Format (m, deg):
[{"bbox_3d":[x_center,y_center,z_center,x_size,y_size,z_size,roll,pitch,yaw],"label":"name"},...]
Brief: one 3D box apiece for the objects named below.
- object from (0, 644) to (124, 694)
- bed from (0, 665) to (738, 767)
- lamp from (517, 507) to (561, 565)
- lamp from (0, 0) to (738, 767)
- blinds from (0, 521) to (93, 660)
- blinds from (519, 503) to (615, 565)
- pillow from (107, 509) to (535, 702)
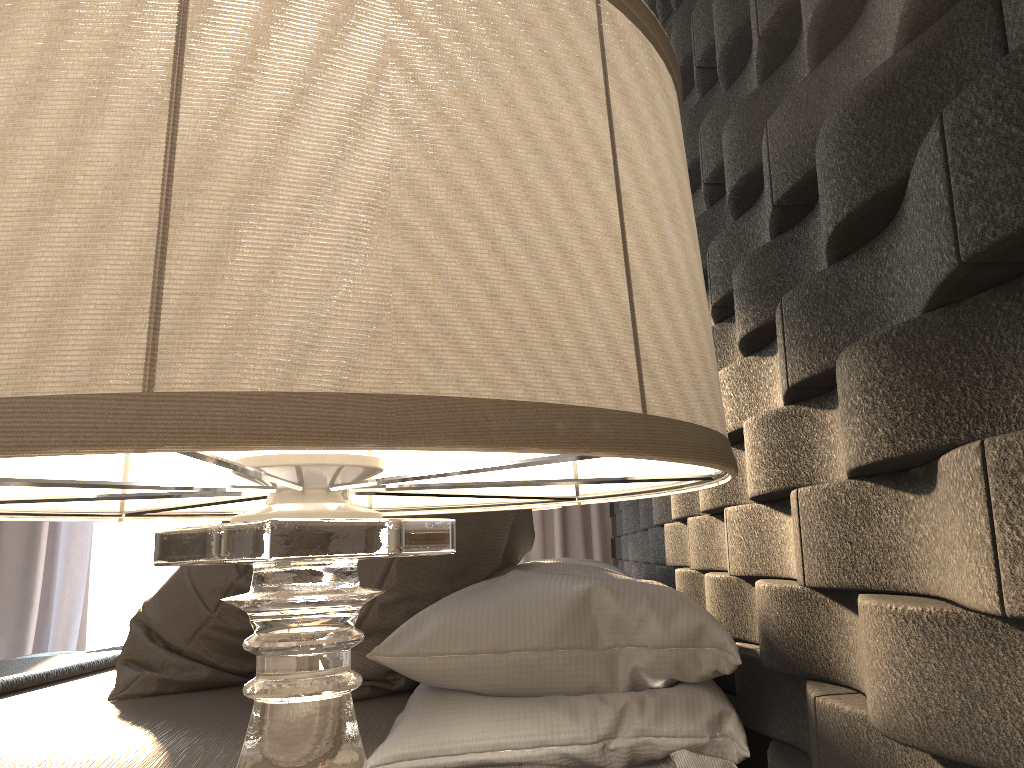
[{"bbox_3d":[-1.258,0.758,1.793,0.620,0.323,2.044,-3,-11,2],"label":"object"},{"bbox_3d":[-0.798,0.918,1.783,2.302,0.625,2.282,-2,-11,0],"label":"bed"},{"bbox_3d":[-0.037,0.566,3.346,0.443,0.631,0.488,-9,-13,32],"label":"lamp"},{"bbox_3d":[-0.109,0.150,0.463,0.490,0.631,0.441,7,-14,-37],"label":"lamp"},{"bbox_3d":[-2.430,0.365,3.854,1.072,2.645,0.350,1,-11,-10],"label":"blinds"},{"bbox_3d":[0.028,0.359,4.405,1.023,2.644,0.332,1,-11,-11],"label":"blinds"},{"bbox_3d":[-0.415,0.365,1.951,0.900,0.519,1.257,-3,-11,3],"label":"pillow"}]
